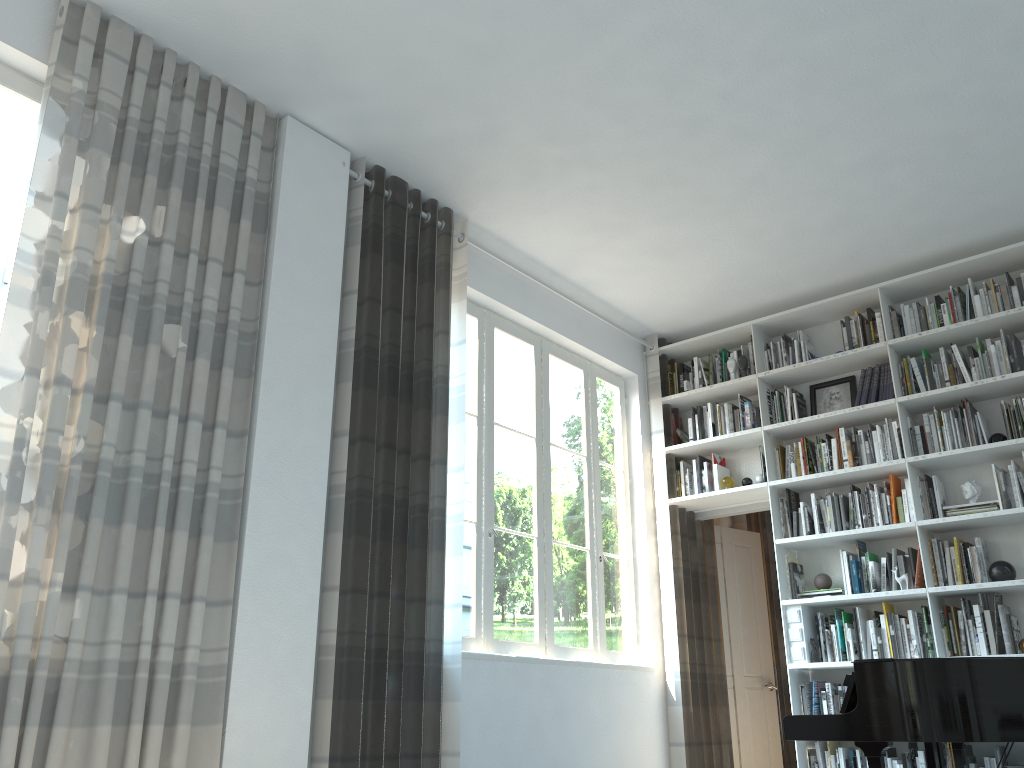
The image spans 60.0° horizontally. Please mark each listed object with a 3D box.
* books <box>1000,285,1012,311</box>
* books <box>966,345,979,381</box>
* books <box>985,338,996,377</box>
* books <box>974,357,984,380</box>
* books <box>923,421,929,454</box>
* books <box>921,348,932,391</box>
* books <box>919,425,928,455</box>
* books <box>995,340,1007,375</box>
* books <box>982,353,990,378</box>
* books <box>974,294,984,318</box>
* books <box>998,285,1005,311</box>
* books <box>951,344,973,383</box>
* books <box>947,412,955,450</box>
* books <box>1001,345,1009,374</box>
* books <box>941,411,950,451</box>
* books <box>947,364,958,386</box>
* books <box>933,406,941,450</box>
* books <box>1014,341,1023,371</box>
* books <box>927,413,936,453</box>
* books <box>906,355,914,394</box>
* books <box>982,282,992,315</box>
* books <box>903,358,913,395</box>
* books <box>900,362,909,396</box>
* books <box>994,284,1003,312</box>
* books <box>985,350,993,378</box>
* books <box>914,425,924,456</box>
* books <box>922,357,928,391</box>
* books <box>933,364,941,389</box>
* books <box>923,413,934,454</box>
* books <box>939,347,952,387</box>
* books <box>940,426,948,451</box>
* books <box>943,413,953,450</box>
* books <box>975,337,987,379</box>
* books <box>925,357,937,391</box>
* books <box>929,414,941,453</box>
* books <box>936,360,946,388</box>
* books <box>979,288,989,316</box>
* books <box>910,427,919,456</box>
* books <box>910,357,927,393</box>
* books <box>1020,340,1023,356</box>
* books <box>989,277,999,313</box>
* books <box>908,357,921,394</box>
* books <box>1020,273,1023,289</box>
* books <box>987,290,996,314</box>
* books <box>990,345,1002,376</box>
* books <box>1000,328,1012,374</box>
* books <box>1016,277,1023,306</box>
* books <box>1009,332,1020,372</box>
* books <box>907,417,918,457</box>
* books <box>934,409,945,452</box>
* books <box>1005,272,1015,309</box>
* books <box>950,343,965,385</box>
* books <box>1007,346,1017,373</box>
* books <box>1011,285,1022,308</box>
[{"bbox_3d":[2.880,-0.451,5.132,0.026,0.199,0.187,-16,-26,37],"label":"books"},{"bbox_3d":[2.713,-0.077,5.178,0.027,0.264,0.169,-16,-26,37],"label":"books"},{"bbox_3d":[2.794,-0.108,5.126,0.026,0.285,0.138,-16,-26,37],"label":"books"},{"bbox_3d":[2.730,-0.045,5.142,0.028,0.179,0.168,-16,-26,37],"label":"books"},{"bbox_3d":[2.469,0.350,5.236,0.012,0.239,0.134,-16,-26,37],"label":"books"},{"bbox_3d":[2.512,-0.048,5.323,0.012,0.313,0.172,-16,-26,37],"label":"books"},{"bbox_3d":[2.464,0.368,5.253,0.024,0.218,0.140,-16,-26,37],"label":"books"},{"bbox_3d":[2.827,-0.109,5.088,0.028,0.260,0.136,-16,-26,37],"label":"books"},{"bbox_3d":[2.775,-0.062,5.144,0.024,0.211,0.128,-16,-26,37],"label":"books"},{"bbox_3d":[2.779,-0.408,5.230,0.031,0.189,0.182,-16,-26,37],"label":"books"},{"bbox_3d":[2.867,-0.449,5.147,0.013,0.206,0.178,-16,-26,37],"label":"books"},{"bbox_3d":[2.664,-0.079,5.201,0.075,0.284,0.178,-16,-26,37],"label":"books"},{"bbox_3d":[2.578,0.308,5.156,0.010,0.260,0.169,-16,-26,37],"label":"books"},{"bbox_3d":[2.841,-0.101,5.069,0.013,0.230,0.142,-16,-26,37],"label":"books"},{"bbox_3d":[2.545,0.305,5.151,0.009,0.262,0.190,-16,-26,37],"label":"books"},{"bbox_3d":[2.623,-0.009,5.236,0.034,0.179,0.160,-16,-26,37],"label":"books"},{"bbox_3d":[2.527,0.299,5.209,0.011,0.316,0.155,-16,-26,37],"label":"books"},{"bbox_3d":[2.897,-0.114,5.014,0.030,0.217,0.183,-16,-26,37],"label":"books"},{"bbox_3d":[2.491,0.322,5.213,0.012,0.275,0.157,-16,-26,37],"label":"books"},{"bbox_3d":[2.455,-0.013,5.405,0.014,0.307,0.130,-16,-26,37],"label":"books"},{"bbox_3d":[2.822,-0.454,5.222,0.014,0.268,0.156,-16,-26,37],"label":"books"},{"bbox_3d":[2.432,-0.004,5.394,0.013,0.282,0.159,-16,-26,37],"label":"books"},{"bbox_3d":[2.409,0.009,5.389,0.023,0.255,0.175,-16,-26,37],"label":"books"},{"bbox_3d":[2.861,-0.452,5.170,0.021,0.227,0.161,-16,-26,37],"label":"books"},{"bbox_3d":[2.772,-0.071,5.114,0.010,0.207,0.174,-16,-26,37],"label":"books"},{"bbox_3d":[2.444,0.372,5.271,0.029,0.224,0.136,-16,-26,37],"label":"books"},{"bbox_3d":[2.509,-0.017,5.327,0.011,0.259,0.157,-16,-26,37],"label":"books"},{"bbox_3d":[2.559,-0.001,5.286,0.024,0.200,0.153,-16,-26,37],"label":"books"},{"bbox_3d":[2.479,0.326,5.227,0.026,0.278,0.151,-16,-26,37],"label":"books"},{"bbox_3d":[2.595,-0.058,5.265,0.023,0.292,0.156,-16,-26,37],"label":"books"},{"bbox_3d":[2.547,0.352,5.166,0.029,0.186,0.149,-16,-26,37],"label":"books"},{"bbox_3d":[2.554,0.309,5.143,0.012,0.250,0.184,-16,-26,37],"label":"books"},{"bbox_3d":[2.745,-0.109,5.152,0.012,0.306,0.145,-16,-26,37],"label":"books"},{"bbox_3d":[2.530,-0.018,5.299,0.031,0.241,0.181,-16,-26,37],"label":"books"},{"bbox_3d":[2.505,0.325,5.200,0.024,0.261,0.178,-16,-26,37],"label":"books"},{"bbox_3d":[2.575,-0.018,5.268,0.029,0.218,0.158,-16,-26,37],"label":"books"},{"bbox_3d":[2.806,-0.434,5.227,0.026,0.235,0.134,-16,-26,37],"label":"books"},{"bbox_3d":[2.411,0.378,5.263,0.015,0.207,0.186,-16,-26,37],"label":"books"},{"bbox_3d":[2.484,-0.013,5.358,0.067,0.273,0.168,-16,-26,37],"label":"books"},{"bbox_3d":[2.919,-0.122,5.002,0.022,0.222,0.161,-16,-26,37],"label":"books"},{"bbox_3d":[2.843,-0.468,5.182,0.014,0.265,0.192,-16,-26,37],"label":"books"},{"bbox_3d":[2.450,-0.012,5.378,0.010,0.286,0.148,-16,-26,37],"label":"books"},{"bbox_3d":[2.982,-0.496,5.100,0.030,0.260,0.151,-16,-26,37],"label":"books"},{"bbox_3d":[2.844,-0.430,5.206,0.029,0.212,0.142,-16,-26,37],"label":"books"},{"bbox_3d":[2.797,-0.092,5.084,0.021,0.225,0.192,-16,-26,37],"label":"books"},{"bbox_3d":[2.844,-0.145,5.068,0.011,0.312,0.184,-16,-26,37],"label":"books"},{"bbox_3d":[2.955,-0.481,5.107,0.026,0.236,0.149,-16,-26,37],"label":"books"},{"bbox_3d":[2.890,-0.137,5.057,0.022,0.289,0.147,-16,-26,37],"label":"books"},{"bbox_3d":[2.412,0.349,5.296,0.012,0.284,0.160,-16,-26,37],"label":"books"},{"bbox_3d":[2.521,0.306,5.182,0.010,0.282,0.184,-16,-26,37],"label":"books"},{"bbox_3d":[2.914,-0.493,5.142,0.013,0.284,0.160,-16,-26,37],"label":"books"},{"bbox_3d":[2.646,-0.076,5.251,0.013,0.314,0.135,-16,-26,37],"label":"books"},{"bbox_3d":[2.871,-0.096,5.055,0.024,0.212,0.150,-16,-26,37],"label":"books"},{"bbox_3d":[2.927,-0.453,5.107,0.031,0.184,0.177,-16,-26,37],"label":"books"}]
